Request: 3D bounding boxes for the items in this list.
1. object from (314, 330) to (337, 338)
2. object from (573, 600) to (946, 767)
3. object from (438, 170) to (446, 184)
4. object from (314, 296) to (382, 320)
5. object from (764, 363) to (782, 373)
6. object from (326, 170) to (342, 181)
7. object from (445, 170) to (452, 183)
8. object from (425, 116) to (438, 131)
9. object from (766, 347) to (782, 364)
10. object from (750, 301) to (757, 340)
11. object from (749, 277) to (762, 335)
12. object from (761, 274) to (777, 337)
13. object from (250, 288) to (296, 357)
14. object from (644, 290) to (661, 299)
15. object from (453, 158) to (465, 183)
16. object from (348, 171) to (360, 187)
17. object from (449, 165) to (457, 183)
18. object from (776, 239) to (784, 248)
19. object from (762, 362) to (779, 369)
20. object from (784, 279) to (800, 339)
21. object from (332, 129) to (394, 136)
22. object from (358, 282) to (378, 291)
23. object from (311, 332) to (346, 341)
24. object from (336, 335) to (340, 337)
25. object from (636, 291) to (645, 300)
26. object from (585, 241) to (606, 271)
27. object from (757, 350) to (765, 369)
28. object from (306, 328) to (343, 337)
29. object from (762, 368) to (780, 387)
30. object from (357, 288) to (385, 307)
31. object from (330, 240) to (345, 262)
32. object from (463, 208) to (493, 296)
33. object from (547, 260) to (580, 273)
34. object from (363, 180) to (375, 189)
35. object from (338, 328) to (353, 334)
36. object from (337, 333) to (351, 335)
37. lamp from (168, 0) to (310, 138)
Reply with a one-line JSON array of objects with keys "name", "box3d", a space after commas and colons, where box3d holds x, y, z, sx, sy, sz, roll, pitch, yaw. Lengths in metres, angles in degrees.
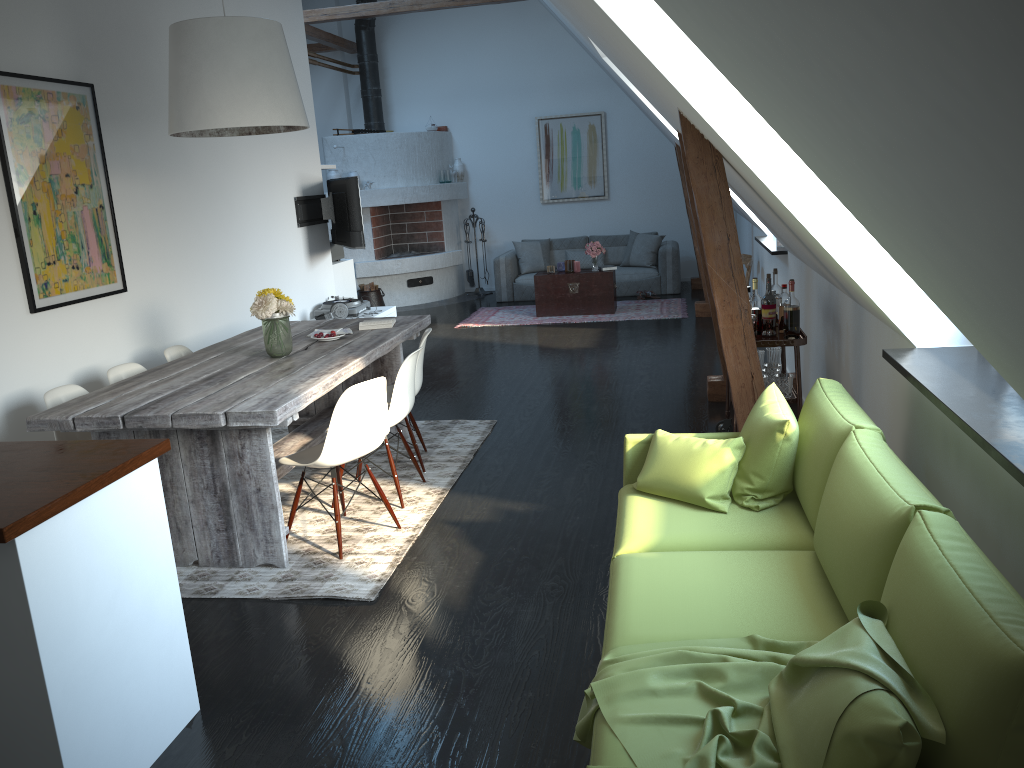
[{"name": "object", "box3d": [-1.085, -0.283, 5.163, 0.132, 0.034, 0.144, -8, 14, -17]}, {"name": "object", "box3d": [0.478, 0.747, 1.923, 0.722, 0.493, 0.711, -3, 13, 6]}, {"name": "object", "box3d": [-0.967, -2.867, 12.273, 0.092, 0.180, 0.092, 6, 17, 38]}, {"name": "object", "box3d": [-1.494, -0.696, 8.023, 0.558, 0.162, 0.742, -2, 13, 8]}, {"name": "object", "box3d": [1.439, -0.049, 4.893, 0.095, 0.119, 0.095, -11, 15, -26]}, {"name": "object", "box3d": [-2.334, -2.656, 11.658, 0.203, 0.314, 0.203, -5, 13, -5]}, {"name": "object", "box3d": [-0.895, -2.905, 12.413, 0.092, 0.180, 0.092, 5, 16, 33]}, {"name": "object", "box3d": [-1.129, -3.637, 12.396, 0.066, 0.221, 0.231, 7, 17, 40]}, {"name": "object", "box3d": [1.519, -0.131, 5.144, 0.087, 0.155, 0.087, -8, 14, -16]}, {"name": "object", "box3d": [1.203, -0.321, 4.575, 0.101, 0.211, 0.101, 2, 15, 25]}, {"name": "object", "box3d": [1.305, -0.418, 4.757, 0.081, 0.307, 0.081, 0, 14, 16]}, {"name": "object", "box3d": [1.357, -0.418, 4.683, 0.080, 0.329, 0.080, -4, 13, 2]}, {"name": "object", "box3d": [-1.261, -0.329, 4.708, 0.233, 0.365, 0.293, -8, 14, -18]}, {"name": "object", "box3d": [1.787, -1.140, 11.269, 0.101, 0.090, 0.277, -12, 15, -31]}, {"name": "object", "box3d": [-0.761, -3.042, 12.695, 0.165, 0.368, 0.165, -8, 14, -16]}, {"name": "object", "box3d": [-2.071, -2.652, 11.647, 0.158, 0.274, 0.158, -15, 17, -39]}, {"name": "object", "box3d": [-0.831, -2.977, 12.535, 0.081, 0.258, 0.150, 8, 18, 43]}, {"name": "object", "box3d": [2.039, -1.282, 6.805, 0.309, 0.461, 0.131, 3, 15, 29]}, {"name": "object", "box3d": [1.458, -0.064, 4.998, 0.092, 0.099, 0.092, -7, 13, -11]}, {"name": "object", "box3d": [1.445, -0.387, 4.580, 0.081, 0.308, 0.081, -4, 13, 3]}, {"name": "object", "box3d": [-1.975, -3.365, 11.787, 0.783, 0.094, 0.311, -5, 13, -3]}, {"name": "object", "box3d": [-1.905, -1.177, 11.761, 0.240, 0.370, 0.270, -2, 13, 10]}, {"name": "object", "box3d": [-1.069, -0.274, 5.173, 0.205, 0.024, 0.205, -4, 13, 3]}, {"name": "object", "box3d": [-1.053, -0.279, 5.170, 0.110, 0.011, 0.058, -1, 14, 14]}, {"name": "object", "box3d": [1.627, -1.127, 11.266, 0.101, 0.090, 0.277, -4, 13, -1]}, {"name": "object", "box3d": [0.962, -1.495, 10.332, 0.234, 0.351, 0.235, -11, 15, -28]}, {"name": "object", "box3d": [1.406, -0.111, 5.092, 0.087, 0.155, 0.087, -8, 14, -16]}, {"name": "object", "box3d": [-1.136, -0.315, 5.381, 0.182, 0.016, 0.179, -3, 13, 6]}, {"name": "object", "box3d": [1.397, -0.020, 4.782, 0.095, 0.119, 0.095, -11, 15, -26]}, {"name": "object", "box3d": [-1.883, -1.101, 11.795, 0.384, 0.313, 0.384, 6, 16, 36]}, {"name": "object", "box3d": [-1.956, -1.299, 8.804, 0.435, 0.211, 0.496, -2, 13, 10]}, {"name": "object", "box3d": [-0.511, -1.902, 12.736, 0.376, 1.245, 0.376, -6, 13, -9]}, {"name": "object", "box3d": [0.626, -1.389, 10.453, 0.413, 0.138, 0.215, 1, 14, 22]}, {"name": "object", "box3d": [-1.886, -2.628, 11.687, 0.161, 0.114, 0.064, -1, 14, 13]}, {"name": "object", "box3d": [-1.057, -0.313, 5.350, 0.182, 0.014, 0.185, -8, 14, -15]}, {"name": "object", "box3d": [-1.015, -0.288, 5.167, 0.194, 0.022, 0.019, 2, 15, 26]}, {"name": "lamp", "box3d": [-1.517, -2.652, 4.211, 0.757, 2.813, 0.697, -11, 15, -28]}]
